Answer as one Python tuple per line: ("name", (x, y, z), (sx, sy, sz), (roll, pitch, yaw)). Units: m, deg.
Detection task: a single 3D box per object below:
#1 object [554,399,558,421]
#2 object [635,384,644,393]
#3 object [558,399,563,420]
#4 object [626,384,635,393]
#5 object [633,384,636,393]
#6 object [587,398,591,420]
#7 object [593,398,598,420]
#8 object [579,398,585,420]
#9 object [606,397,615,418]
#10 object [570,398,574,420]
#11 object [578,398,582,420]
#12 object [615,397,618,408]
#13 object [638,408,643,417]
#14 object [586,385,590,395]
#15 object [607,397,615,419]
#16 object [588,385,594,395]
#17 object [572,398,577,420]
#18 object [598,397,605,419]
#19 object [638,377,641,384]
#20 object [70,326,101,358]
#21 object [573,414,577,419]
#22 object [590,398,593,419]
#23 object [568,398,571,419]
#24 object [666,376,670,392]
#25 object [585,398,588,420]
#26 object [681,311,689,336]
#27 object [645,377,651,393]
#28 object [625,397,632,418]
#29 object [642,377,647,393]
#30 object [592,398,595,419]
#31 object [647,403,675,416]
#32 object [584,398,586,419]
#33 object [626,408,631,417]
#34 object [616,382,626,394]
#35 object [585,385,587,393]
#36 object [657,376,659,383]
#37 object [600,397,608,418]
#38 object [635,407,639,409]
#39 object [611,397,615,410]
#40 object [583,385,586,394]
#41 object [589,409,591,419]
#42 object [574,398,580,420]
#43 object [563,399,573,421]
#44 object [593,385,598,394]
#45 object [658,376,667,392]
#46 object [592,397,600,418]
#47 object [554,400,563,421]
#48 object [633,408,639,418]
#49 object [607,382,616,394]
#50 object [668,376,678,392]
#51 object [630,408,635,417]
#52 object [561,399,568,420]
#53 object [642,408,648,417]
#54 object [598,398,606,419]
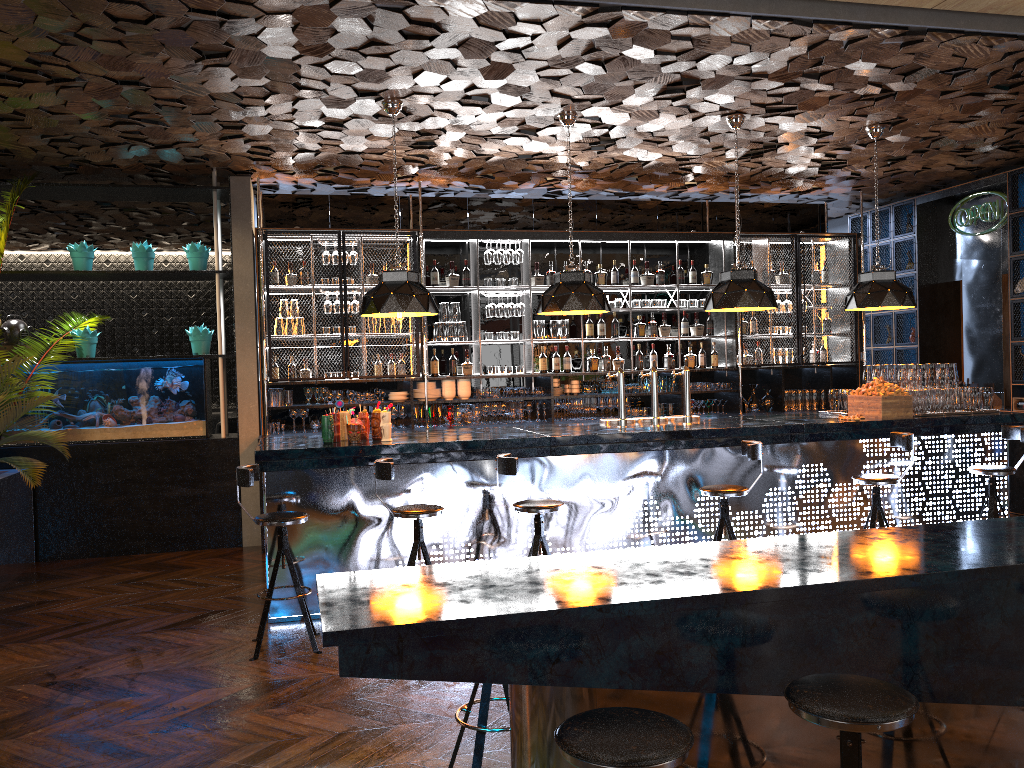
("object", (0.462, 0.280, 9.590), (0.108, 0.227, 0.108), (-2, 1, -34))
("object", (1.386, 0.048, 9.655), (0.098, 0.097, 0.098), (-1, 1, 20))
("object", (0.543, 0.275, 9.736), (0.108, 0.227, 0.108), (-1, 1, 22))
("object", (1.284, 0.051, 9.636), (0.098, 0.097, 0.098), (-2, 1, -34))
("object", (1.357, 0.046, 9.759), (0.098, 0.097, 0.098), (-1, 1, 11))
("object", (0.824, 0.269, 9.532), (0.049, 0.231, 0.049), (-2, 1, -2))
("object", (0.897, 0.267, 9.550), (0.049, 0.231, 0.049), (-2, 1, -19))
("object", (0.752, 0.270, 9.533), (0.058, 0.234, 0.058), (-2, 1, -10))
("object", (1.079, 0.259, 9.737), (0.091, 0.229, 0.091), (-1, 1, 18))
("object", (0.661, 0.270, 9.664), (0.058, 0.234, 0.058), (-3, 1, -39))
("object", (0.738, 0.268, 9.628), (0.058, 0.234, 0.058), (-1, 1, 19))
("object", (1.160, 0.259, 9.640), (0.091, 0.229, 0.091), (-1, 1, 13))
("object", (1.422, 0.314, 9.809), (0.067, 0.099, 0.067), (-3, 2, -42))
("object", (0.829, 0.064, 9.580), (0.067, 0.099, 0.058), (-3, 2, -44))
("object", (1.071, 0.262, 9.619), (0.091, 0.229, 0.091), (-1, 1, 33))
("object", (0.847, 0.065, 9.514), (0.058, 0.099, 0.067), (-1, 1, 31))
("object", (0.680, 0.271, 9.594), (0.058, 0.234, 0.058), (-1, 1, 9))
("object", (0.986, 0.262, 9.714), (0.091, 0.229, 0.091), (-2, 1, 7))
("object", (1.443, 0.004, 9.895), (0.115, 0.172, 0.101), (-2, 1, -29))
("object", (-4.066, -0.401, 8.432), (0.245, 0.325, 0.265), (-1, 2, 40))
("object", (0.695, 0.266, 9.791), (0.058, 0.234, 0.058), (-1, 1, 30))
("object", (0.873, 0.265, 9.679), (0.049, 0.231, 0.049), (-2, 1, -6))
("object", (0.642, 0.269, 9.746), (0.058, 0.234, 0.058), (-2, 1, -11))
("object", (1.745, -0.004, 9.839), (0.115, 0.172, 0.101), (-2, 1, -29))
("object", (0.809, 0.268, 9.597), (0.049, 0.231, 0.049), (-2, 1, -5))
("object", (1.949, -0.679, 10.013), (0.086, 0.298, 0.086), (-1, 1, 35))
("object", (1.499, 0.007, 9.659), (0.115, 0.172, 0.101), (-1, 1, 16))
("object", (1.254, 0.256, 9.661), (0.091, 0.229, 0.091), (-3, 2, -42))
("object", (1.466, 0.005, 9.775), (0.115, 0.172, 0.101), (-2, 1, -4))
("object", (0.883, 0.266, 9.614), (0.049, 0.231, 0.049), (-2, 1, -10))
("object", (1.625, 0.288, 9.847), (0.356, 0.134, 0.206), (-2, 1, -6))
("object", (0.801, 0.267, 9.658), (0.049, 0.231, 0.049), (-1, 1, 23))
("object", (1.300, 0.315, 9.883), (0.067, 0.100, 0.067), (-2, 1, -22))
("object", (1.183, 0.039, 9.636), (0.108, 0.126, 0.108), (-1, 1, 20))
("object", (0.827, 0.062, 9.679), (0.058, 0.099, 0.067), (-2, 1, -11))
("object", (1.605, 0.001, 9.807), (0.101, 0.172, 0.115), (-1, 1, 16))
("object", (1.013, 0.259, 9.838), (0.091, 0.229, 0.091), (-1, 1, 38))
("object", (1.395, 0.312, 9.903), (0.067, 0.099, 0.067), (-3, 2, -42))
("object", (1.108, 0.256, 9.860), (0.091, 0.229, 0.091), (-1, 2, 44))
("object", (0.809, 0.061, 9.745), (0.058, 0.099, 0.067), (-1, 1, 37))
("object", (0.848, 0.264, 9.733), (0.049, 0.231, 0.049), (-2, 1, -11))
("object", (0.698, 0.272, 9.510), (0.058, 0.234, 0.058), (-1, 1, 29))
("object", (0.598, 0.278, 9.502), (0.108, 0.227, 0.108), (-3, 2, -44))
("object", (0.897, 0.063, 9.567), (0.067, 0.099, 0.058), (-1, 1, 22))
("object", (1.640, 0.002, 9.684), (0.115, 0.172, 0.101), (-2, 1, -29))
("object", (0.924, 0.262, 9.816), (0.091, 0.229, 0.091), (-1, 1, 22))
("object", (0.487, 0.282, 9.474), (0.108, 0.227, 0.108), (-2, 1, -22))
("object", (1.350, 0.318, 9.666), (0.067, 0.100, 0.067), (-2, 1, -22))
("object", (1.076, 0.043, 9.607), (0.100, 0.125, 0.100), (-1, 1, 25))
("object", (1.767, -0.002, 9.724), (0.101, 0.172, 0.115), (-1, 1, 16))
("object", (1.336, 0.316, 9.778), (0.067, 0.100, 0.067), (-2, 1, -22))
("object", (0.573, 0.277, 9.618), (0.108, 0.227, 0.108), (-1, 2, 41))
("object", (1.452, 0.315, 9.688), (0.067, 0.099, 0.067), (-3, 2, -42))
("object", (0.972, 0.265, 9.589), (0.091, 0.229, 0.091), (-2, 1, -28))
